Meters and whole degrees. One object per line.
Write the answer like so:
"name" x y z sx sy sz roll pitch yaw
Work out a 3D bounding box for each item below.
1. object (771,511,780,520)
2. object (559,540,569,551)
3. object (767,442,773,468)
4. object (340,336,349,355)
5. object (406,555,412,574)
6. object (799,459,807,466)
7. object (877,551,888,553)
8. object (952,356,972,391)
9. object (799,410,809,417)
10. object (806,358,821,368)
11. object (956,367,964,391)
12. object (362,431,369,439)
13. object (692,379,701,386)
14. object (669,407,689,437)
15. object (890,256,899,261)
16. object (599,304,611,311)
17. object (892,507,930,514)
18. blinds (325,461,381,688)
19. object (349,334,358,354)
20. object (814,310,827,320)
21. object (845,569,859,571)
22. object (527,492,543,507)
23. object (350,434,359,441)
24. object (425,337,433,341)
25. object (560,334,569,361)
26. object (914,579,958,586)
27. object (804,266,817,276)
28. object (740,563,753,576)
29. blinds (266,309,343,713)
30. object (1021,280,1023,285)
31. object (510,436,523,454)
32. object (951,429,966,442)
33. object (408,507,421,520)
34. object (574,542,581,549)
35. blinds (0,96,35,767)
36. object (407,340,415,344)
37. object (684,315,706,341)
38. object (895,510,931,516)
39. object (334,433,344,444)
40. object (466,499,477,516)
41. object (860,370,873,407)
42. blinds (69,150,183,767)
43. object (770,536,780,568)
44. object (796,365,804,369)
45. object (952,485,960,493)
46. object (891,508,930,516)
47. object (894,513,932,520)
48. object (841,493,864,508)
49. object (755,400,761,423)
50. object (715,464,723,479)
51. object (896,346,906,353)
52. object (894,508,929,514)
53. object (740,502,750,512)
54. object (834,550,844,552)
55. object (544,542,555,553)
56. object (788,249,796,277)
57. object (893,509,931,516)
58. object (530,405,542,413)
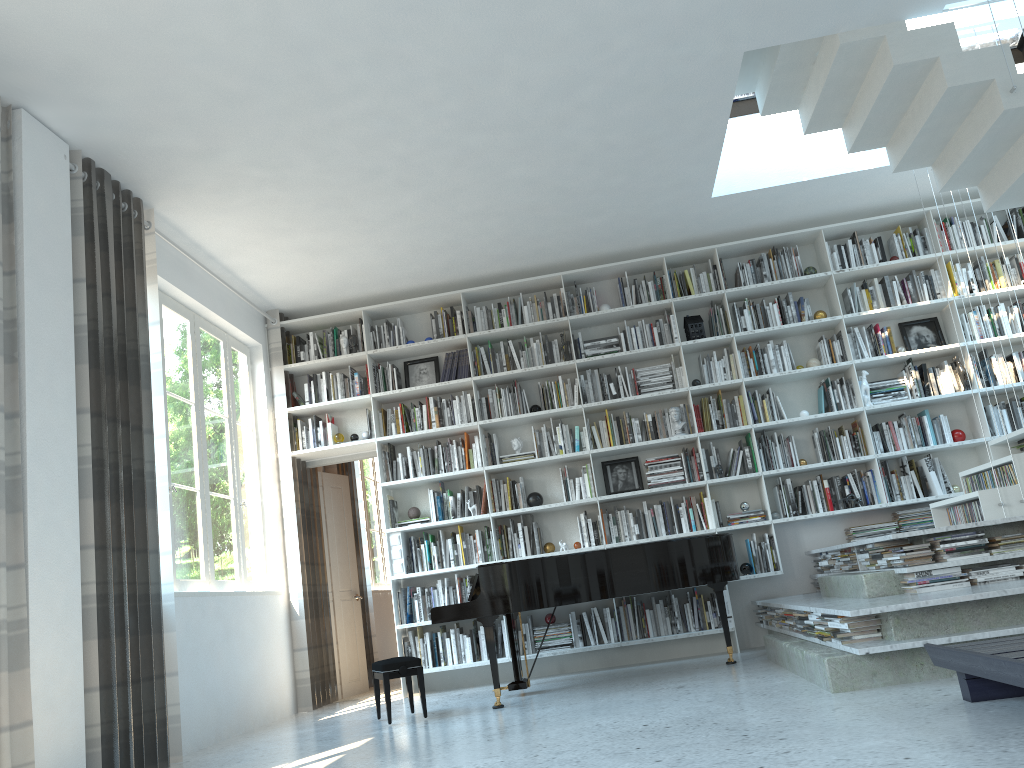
"object" 2.021 1.013 6.803 0.071 0.072 0.072 1 -16 -35
"object" 0.403 1.258 6.901 0.060 0.094 0.078 -14 -14 21
"object" 2.009 0.569 6.941 0.007 0.265 0.135 -9 -13 5
"object" -1.396 -0.305 7.402 0.067 0.197 0.067 4 -18 -41
"object" -0.810 1.420 6.956 0.045 0.146 0.045 5 -19 -45
"object" 2.247 0.617 6.865 0.071 0.072 0.072 1 -16 -35
"object" 2.188 0.951 5.076 0.142 0.006 0.204 -9 -14 3
"object" 3.423 -0.076 6.732 0.087 0.287 0.075 -19 -17 39
"object" 2.277 0.240 6.907 0.071 0.072 0.072 1 -16 -35
"object" 2.389 -0.148 7.025 0.111 0.112 0.112 -4 -14 -17
"object" 3.447 -0.011 6.858 0.022 0.211 0.179 -9 -13 5
"object" -1.205 0.425 7.330 0.071 0.072 0.072 -4 -14 -17
"object" 1.458 -0.002 7.014 0.071 0.072 0.072 1 -16 -35
"object" 1.291 0.301 6.933 0.137 0.243 0.138 -1 -15 -28
"object" 3.034 -0.979 7.032 0.071 0.072 0.072 1 -16 -35
"object" 0.766 -0.606 7.296 0.105 0.105 0.105 -4 -14 -17
"object" 3.033 0.954 6.704 0.285 0.005 0.160 -11 -14 10
"blinds" -1.604 1.277 8.583 0.140 3.222 0.778 -9 -13 5
"object" -1.316 -0.318 7.395 0.067 0.197 0.067 4 -18 -41
"object" 2.440 -0.532 7.018 0.100 0.101 0.101 -4 -14 -17
"object" 2.284 1.202 5.776 0.145 0.010 0.267 -8 -14 1
"object" 0.184 0.927 7.059 0.134 0.135 0.134 1 -16 -35
"object" -1.307 0.448 7.359 0.071 0.072 0.072 -4 -14 -17
"object" -0.693 -0.351 7.437 0.082 0.083 0.083 -4 -14 -17
"object" 0.427 -0.286 7.168 0.075 0.254 0.075 -4 -14 -15
"object" 2.165 1.020 4.561 0.204 0.004 0.140 -10 -14 8
"object" 2.388 -0.888 7.096 0.104 0.105 0.104 1 -16 -35
"object" 1.758 1.389 6.657 0.094 0.094 0.094 1 -16 -35
"blinds" -1.749 1.014 7.441 0.140 3.222 0.778 -9 -13 5
"object" 4.026 -0.825 6.833 0.204 0.136 0.095 -13 -14 21
"object" 0.041 0.500 7.192 0.095 0.156 0.121 -13 -14 18
"object" 3.391 0.402 6.753 0.115 0.116 0.115 -4 -14 -17
"object" -0.789 1.046 7.158 0.105 0.106 0.105 -4 -14 -17
"object" 0.511 1.261 6.911 0.061 0.062 0.061 1 -16 -35
"blinds" -2.256 0.075 3.445 0.183 3.252 1.028 -9 -13 4
"object" -0.847 -0.325 7.451 0.082 0.083 0.083 -4 -14 -17
"object" 1.468 -0.440 7.137 0.135 0.247 0.136 -7 -13 -5
"object" 3.038 0.977 6.711 0.254 0.005 0.161 -9 -14 5
"object" -1.428 0.448 7.325 0.087 0.087 0.087 1 -16 -35
"object" -0.315 0.975 6.969 0.081 0.139 0.044 -6 -13 -11
"object" 2.702 0.039 6.780 0.087 0.287 0.075 -19 -17 39
"blinds" -2.093 0.391 4.733 0.140 3.222 0.778 -9 -13 5
"object" 1.985 1.279 6.688 0.011 0.259 0.142 -9 -13 5
"object" 2.276 -0.114 7.008 0.068 0.068 0.068 -4 -14 -17
"object" 3.345 0.797 6.696 0.071 0.072 0.072 1 -16 -35
"object" 3.036 0.967 6.714 0.285 0.005 0.160 -9 -14 5
"object" 3.038 1.004 6.705 0.254 0.005 0.161 -9 -14 5
"object" 2.538 0.872 6.614 0.160 0.113 0.065 -6 -13 -7
"object" 1.933 0.244 7.005 0.013 0.207 0.140 -9 -13 5
"object" 1.588 0.671 6.789 0.054 0.113 0.079 -9 -13 4
"object" 3.033 -0.252 6.937 0.091 0.092 0.092 1 -16 -35
"object" 3.035 0.961 6.712 0.254 0.005 0.161 -10 -14 6
"object" 1.777 0.935 6.769 0.071 0.072 0.072 1 -16 -35
"object" 2.310 1.135 6.085 0.144 0.005 0.258 -9 -14 5
"object" 0.294 1.292 6.976 0.091 0.091 0.091 -4 -14 -17
"object" 2.274 -0.941 7.223 0.006 0.297 0.130 -9 -13 5
"object" 3.037 0.972 6.712 0.254 0.005 0.161 -9 -14 5
"object" 0.191 0.216 7.193 0.097 0.098 0.097 1 -16 -35
